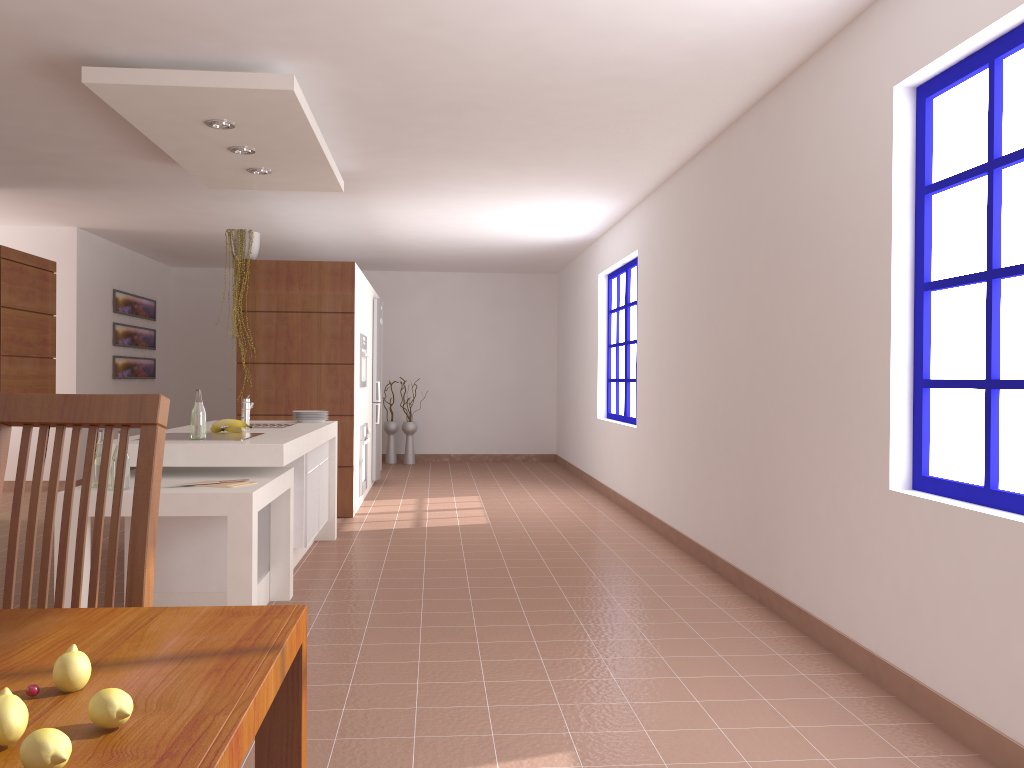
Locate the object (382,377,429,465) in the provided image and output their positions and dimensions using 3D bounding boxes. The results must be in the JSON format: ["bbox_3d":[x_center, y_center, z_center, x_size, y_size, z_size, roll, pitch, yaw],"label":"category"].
[{"bbox_3d":[-1.336,0.466,11.297,0.655,1.112,0.284,1,0,14],"label":"object"}]

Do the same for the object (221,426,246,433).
[{"bbox_3d":[-1.463,0.240,4.692,0.207,0.033,0.060,1,0,40],"label":"object"}]

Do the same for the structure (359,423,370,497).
[{"bbox_3d":[-1.286,0.649,7.745,0.058,0.592,0.596,0,0,-5],"label":"structure"}]

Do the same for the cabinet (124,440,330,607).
[{"bbox_3d":[-1.503,0.706,4.897,0.737,0.700,2.048,0,0,-5],"label":"cabinet"}]

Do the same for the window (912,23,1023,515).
[{"bbox_3d":[1.523,-0.333,2.313,0.035,1.430,1.699,0,0,-5],"label":"window"}]

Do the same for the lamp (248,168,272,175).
[{"bbox_3d":[-1.545,-1.323,5.438,0.143,0.059,0.143,1,0,23],"label":"lamp"}]

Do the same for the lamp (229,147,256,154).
[{"bbox_3d":[-1.502,-1.320,4.941,0.143,0.059,0.143,1,0,23],"label":"lamp"}]

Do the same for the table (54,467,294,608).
[{"bbox_3d":[-1.417,0.738,3.903,0.737,0.647,1.003,0,0,-5],"label":"table"}]

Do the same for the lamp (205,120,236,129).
[{"bbox_3d":[-1.458,-1.317,4.438,0.143,0.059,0.143,0,0,-22],"label":"lamp"}]

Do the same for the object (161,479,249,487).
[{"bbox_3d":[-1.261,0.408,3.653,0.375,0.008,0.041,0,0,-38],"label":"object"}]

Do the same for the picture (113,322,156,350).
[{"bbox_3d":[-4.257,-0.530,10.037,0.015,0.248,1.408,0,0,-5],"label":"picture"}]

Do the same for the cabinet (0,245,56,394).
[{"bbox_3d":[-3.811,-0.362,4.697,0.754,1.200,4.718,0,0,-5],"label":"cabinet"}]

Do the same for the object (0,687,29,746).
[{"bbox_3d":[-0.482,0.317,0.844,0.039,0.049,0.039,0,0,3],"label":"object"}]

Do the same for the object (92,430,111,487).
[{"bbox_3d":[-1.656,0.299,3.581,0.071,0.230,0.071,0,0,-24],"label":"object"}]

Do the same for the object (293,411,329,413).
[{"bbox_3d":[-1.333,0.190,5.865,0.228,0.020,0.228,0,0,-23],"label":"object"}]

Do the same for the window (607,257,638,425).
[{"bbox_3d":[1.041,-0.367,7.991,0.035,1.430,1.699,0,0,-5],"label":"window"}]

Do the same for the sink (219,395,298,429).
[{"bbox_3d":[-1.546,0.247,5.369,0.404,0.368,0.668,0,0,-5],"label":"sink"}]

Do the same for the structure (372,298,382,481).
[{"bbox_3d":[-1.393,0.048,9.217,0.089,1.862,0.604,0,0,-5],"label":"structure"}]

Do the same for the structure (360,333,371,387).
[{"bbox_3d":[-1.274,-0.200,7.738,0.056,0.454,0.614,0,0,-5],"label":"structure"}]

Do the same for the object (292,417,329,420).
[{"bbox_3d":[-1.333,0.231,5.865,0.228,0.020,0.228,0,0,-23],"label":"object"}]

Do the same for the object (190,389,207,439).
[{"bbox_3d":[-1.452,0.140,4.110,0.071,0.230,0.071,0,0,-24],"label":"object"}]

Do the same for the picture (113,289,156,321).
[{"bbox_3d":[-4.254,-0.880,10.036,0.015,0.248,1.408,0,0,-5],"label":"picture"}]

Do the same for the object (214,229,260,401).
[{"bbox_3d":[-2.106,-0.523,6.876,0.279,1.344,0.297,1,0,44],"label":"object"}]

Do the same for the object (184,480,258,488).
[{"bbox_3d":[-1.213,0.415,3.684,0.266,0.006,0.168,1,0,12],"label":"object"}]

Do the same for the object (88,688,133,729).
[{"bbox_3d":[-0.403,0.325,0.891,0.043,0.038,0.043,0,0,-16],"label":"object"}]

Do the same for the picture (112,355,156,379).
[{"bbox_3d":[-4.260,-0.180,10.039,0.015,0.248,1.408,0,0,-5],"label":"picture"}]

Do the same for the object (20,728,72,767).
[{"bbox_3d":[-0.414,0.326,0.787,0.043,0.038,0.043,0,0,-16],"label":"object"}]

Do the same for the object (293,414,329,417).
[{"bbox_3d":[-1.333,0.211,5.865,0.228,0.020,0.228,0,0,-23],"label":"object"}]

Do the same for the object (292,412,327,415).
[{"bbox_3d":[-1.333,0.200,5.865,0.228,0.020,0.228,0,0,-23],"label":"object"}]

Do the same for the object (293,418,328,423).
[{"bbox_3d":[-1.333,0.241,5.865,0.228,0.020,0.228,0,0,-23],"label":"object"}]

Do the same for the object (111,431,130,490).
[{"bbox_3d":[-1.541,0.301,3.493,0.071,0.230,0.071,0,0,-24],"label":"object"}]

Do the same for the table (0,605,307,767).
[{"bbox_3d":[-1.179,0.710,0.857,1.800,0.740,0.900,0,0,-5],"label":"table"}]

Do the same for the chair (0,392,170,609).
[{"bbox_3d":[-0.816,0.548,1.365,0.444,1.063,0.574,0,0,5],"label":"chair"}]

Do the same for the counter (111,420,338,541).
[{"bbox_3d":[-1.511,0.655,4.952,0.821,0.800,2.156,0,0,-5],"label":"counter"}]

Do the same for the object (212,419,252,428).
[{"bbox_3d":[-1.484,0.212,4.713,0.207,0.055,0.047,0,0,-28],"label":"object"}]

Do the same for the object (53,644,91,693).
[{"bbox_3d":[-0.496,0.321,0.999,0.038,0.053,0.039,1,0,30],"label":"object"}]

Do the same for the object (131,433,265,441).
[{"bbox_3d":[-1.504,0.257,4.314,0.493,0.006,0.551,0,0,-5],"label":"object"}]

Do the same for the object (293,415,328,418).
[{"bbox_3d":[-1.333,0.221,5.865,0.228,0.020,0.228,0,0,-23],"label":"object"}]

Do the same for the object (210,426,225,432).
[{"bbox_3d":[-1.569,0.239,4.709,0.060,0.033,0.207,0,0,-25],"label":"object"}]
